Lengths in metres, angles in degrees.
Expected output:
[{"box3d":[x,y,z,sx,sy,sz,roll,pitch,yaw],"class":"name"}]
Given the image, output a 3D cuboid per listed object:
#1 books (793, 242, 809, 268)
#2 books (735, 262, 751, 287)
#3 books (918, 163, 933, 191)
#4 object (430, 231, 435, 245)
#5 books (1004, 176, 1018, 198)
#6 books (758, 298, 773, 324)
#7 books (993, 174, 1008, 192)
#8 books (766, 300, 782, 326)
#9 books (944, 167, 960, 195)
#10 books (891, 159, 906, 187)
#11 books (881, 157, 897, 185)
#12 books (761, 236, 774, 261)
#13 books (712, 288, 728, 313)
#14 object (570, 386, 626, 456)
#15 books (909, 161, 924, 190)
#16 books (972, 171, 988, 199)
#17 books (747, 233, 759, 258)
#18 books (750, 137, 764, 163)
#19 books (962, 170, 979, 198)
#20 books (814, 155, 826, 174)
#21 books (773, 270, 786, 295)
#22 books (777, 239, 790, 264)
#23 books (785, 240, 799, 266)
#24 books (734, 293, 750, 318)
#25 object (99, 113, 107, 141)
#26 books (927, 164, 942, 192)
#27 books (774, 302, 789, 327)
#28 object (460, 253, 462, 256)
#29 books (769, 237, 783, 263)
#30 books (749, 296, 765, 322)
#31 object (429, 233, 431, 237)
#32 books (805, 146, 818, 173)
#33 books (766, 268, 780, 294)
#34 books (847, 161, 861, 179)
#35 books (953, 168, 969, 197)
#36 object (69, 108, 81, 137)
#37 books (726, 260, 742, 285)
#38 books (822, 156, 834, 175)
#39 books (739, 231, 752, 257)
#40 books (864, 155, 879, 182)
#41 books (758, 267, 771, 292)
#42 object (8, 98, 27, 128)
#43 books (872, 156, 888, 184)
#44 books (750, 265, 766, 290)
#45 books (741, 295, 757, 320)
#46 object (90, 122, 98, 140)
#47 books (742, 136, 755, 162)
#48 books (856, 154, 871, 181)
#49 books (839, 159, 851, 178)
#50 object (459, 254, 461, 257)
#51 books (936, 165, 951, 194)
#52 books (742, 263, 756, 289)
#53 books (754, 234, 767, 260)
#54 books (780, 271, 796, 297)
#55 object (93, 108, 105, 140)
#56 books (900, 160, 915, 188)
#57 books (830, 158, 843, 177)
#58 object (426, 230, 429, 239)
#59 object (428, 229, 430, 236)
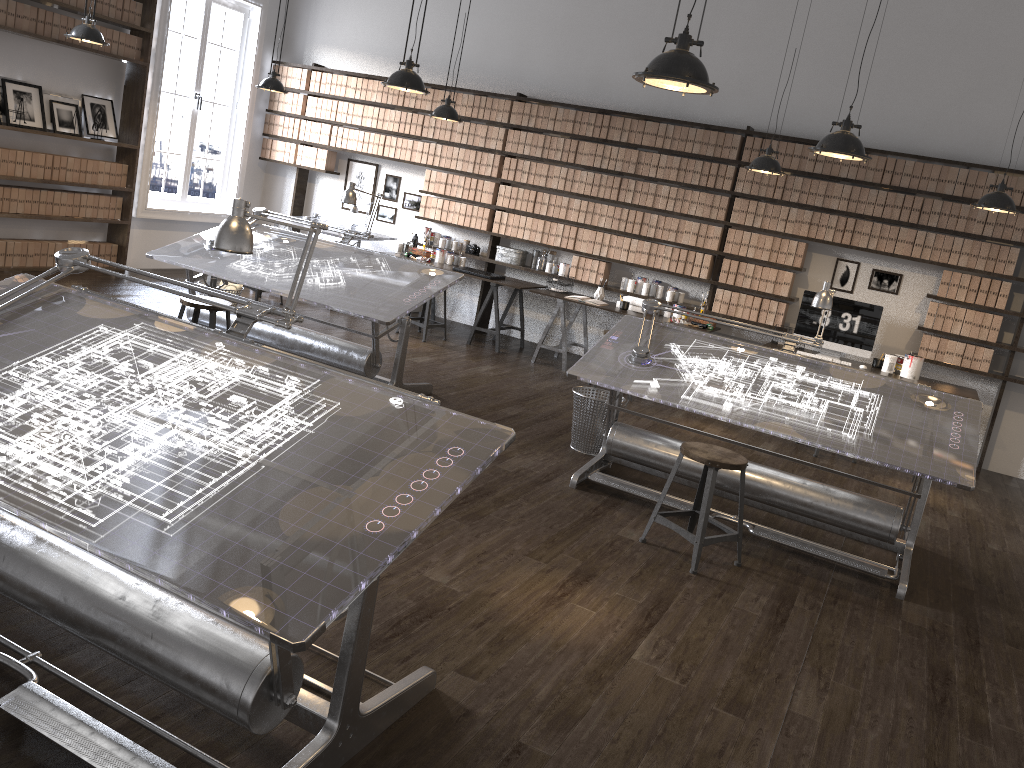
[{"box3d":[2.556,-1.140,7.837,0.067,0.224,0.175,15,11,23],"class":"books"},{"box3d":[2.101,-0.995,8.067,0.067,0.224,0.175,15,11,23],"class":"books"},{"box3d":[3.441,-1.714,7.367,0.067,0.224,0.175,15,11,23],"class":"books"},{"box3d":[-0.861,-1.562,9.473,0.050,0.138,0.051,15,11,21],"class":"object"},{"box3d":[3.990,-1.550,7.109,0.067,0.224,0.175,15,11,23],"class":"books"},{"box3d":[2.292,-0.658,8.002,0.067,0.224,0.175,15,11,23],"class":"books"},{"box3d":[3.926,-1.569,7.138,0.067,0.224,0.175,15,11,23],"class":"books"},{"box3d":[2.353,-0.639,7.969,0.067,0.224,0.175,15,11,23],"class":"books"},{"box3d":[3.614,-1.662,7.285,0.067,0.223,0.175,15,11,23],"class":"books"},{"box3d":[3.254,-1.769,7.453,0.067,0.224,0.175,15,11,23],"class":"books"},{"box3d":[3.185,-1.788,7.478,0.067,0.224,0.175,15,11,23],"class":"books"},{"box3d":[2.306,-1.213,7.944,0.067,0.224,0.175,15,11,23],"class":"books"},{"box3d":[1.918,-0.768,8.169,0.067,0.224,0.175,15,11,23],"class":"books"},{"box3d":[0.524,0.246,5.717,0.353,0.374,0.356,0,15,-44],"class":"object"},{"box3d":[3.379,-1.732,7.395,0.067,0.224,0.175,15,11,23],"class":"books"},{"box3d":[3.803,-1.607,7.202,0.067,0.224,0.175,15,11,23],"class":"books"},{"box3d":[2.193,-1.247,7.999,0.067,0.223,0.175,15,11,23],"class":"books"},{"box3d":[2.201,-2.080,7.928,0.067,0.224,0.175,15,11,23],"class":"books"},{"box3d":[3.741,-1.625,7.229,0.067,0.224,0.175,15,11,23],"class":"books"},{"box3d":[2.693,-1.934,7.703,0.067,0.224,0.175,15,11,23],"class":"books"},{"box3d":[2.407,-0.905,7.925,0.067,0.223,0.175,15,11,23],"class":"books"},{"box3d":[2.430,-1.177,7.894,0.067,0.224,0.175,15,11,23],"class":"books"},{"box3d":[2.491,-1.158,7.862,0.067,0.224,0.175,15,11,23],"class":"books"},{"box3d":[2.102,-0.713,8.086,0.067,0.223,0.175,15,11,23],"class":"books"},{"box3d":[-3.905,-2.452,8.444,0.040,0.260,0.111,15,11,23],"class":"object"},{"box3d":[3.498,-1.695,7.334,0.067,0.224,0.175,15,11,23],"class":"books"},{"box3d":[2.417,-0.620,7.944,0.067,0.224,0.175,15,11,23],"class":"books"},{"box3d":[-0.544,-1.295,9.170,0.030,0.132,0.004,15,10,19],"class":"object"},{"box3d":[2.368,-1.196,7.922,0.067,0.224,0.175,15,11,23],"class":"books"},{"box3d":[2.224,-0.677,8.027,0.067,0.224,0.175,15,11,23],"class":"books"},{"box3d":[-0.877,-1.482,9.174,0.056,0.191,0.006,15,10,23],"class":"object"},{"box3d":[2.630,-1.953,7.734,0.067,0.223,0.175,15,11,23],"class":"books"},{"box3d":[2.346,-0.921,7.948,0.067,0.224,0.175,15,11,23],"class":"books"},{"box3d":[2.941,-1.860,7.588,0.067,0.224,0.175,15,11,23],"class":"books"},{"box3d":[3.677,-1.643,7.254,0.067,0.224,0.175,15,11,23],"class":"books"},{"box3d":[-4.012,-2.404,8.140,0.040,0.258,0.124,15,11,23],"class":"object"},{"box3d":[2.033,-1.014,8.092,0.067,0.224,0.175,15,11,23],"class":"books"},{"box3d":[2.757,-1.916,7.678,0.067,0.224,0.175,15,11,23],"class":"books"},{"box3d":[2.128,-1.266,8.027,0.067,0.224,0.175,15,11,23],"class":"books"},{"box3d":[3.063,-1.825,7.537,0.067,0.223,0.175,15,11,23],"class":"books"},{"box3d":[2.289,-0.940,7.980,0.067,0.224,0.175,15,11,23],"class":"books"},{"box3d":[-4.249,-2.334,7.614,0.040,0.258,0.175,15,11,23],"class":"object"},{"box3d":[3.122,-1.808,7.513,0.067,0.223,0.175,15,11,23],"class":"books"},{"box3d":[2.227,-0.958,8.009,0.067,0.224,0.175,15,11,23],"class":"books"},{"box3d":[2.161,-0.697,8.062,0.067,0.223,0.175,15,11,23],"class":"books"},{"box3d":[-3.914,-2.374,8.310,0.040,0.164,0.066,15,11,23],"class":"object"},{"box3d":[2.137,-2.100,7.962,0.067,0.223,0.175,15,11,23],"class":"books"},{"box3d":[3.005,-1.841,7.559,0.067,0.224,0.175,15,11,23],"class":"books"},{"box3d":[2.879,-1.879,7.620,0.067,0.224,0.175,15,11,23],"class":"books"},{"box3d":[-0.553,-1.297,9.168,0.036,0.117,0.005,14,10,18],"class":"object"},{"box3d":[3.559,-1.678,7.311,0.067,0.223,0.175,15,11,23],"class":"books"},{"box3d":[2.162,-0.976,8.034,0.067,0.224,0.175,15,11,23],"class":"books"},{"box3d":[2.249,-1.231,7.975,0.067,0.223,0.175,15,11,23],"class":"books"},{"box3d":[2.462,-0.888,7.898,0.067,0.223,0.175,15,11,23],"class":"books"},{"box3d":[-3.907,-2.457,8.367,0.040,0.301,0.119,15,11,23],"class":"object"},{"box3d":[3.314,-1.750,7.420,0.067,0.224,0.175,15,11,23],"class":"books"},{"box3d":[2.819,-1.898,7.652,0.067,0.224,0.175,15,11,23],"class":"books"},{"box3d":[-0.886,-1.487,9.161,0.007,0.212,0.055,5,11,-30],"class":"object"},{"box3d":[-0.878,-1.498,9.183,0.007,0.226,0.021,18,12,35],"class":"object"}]
